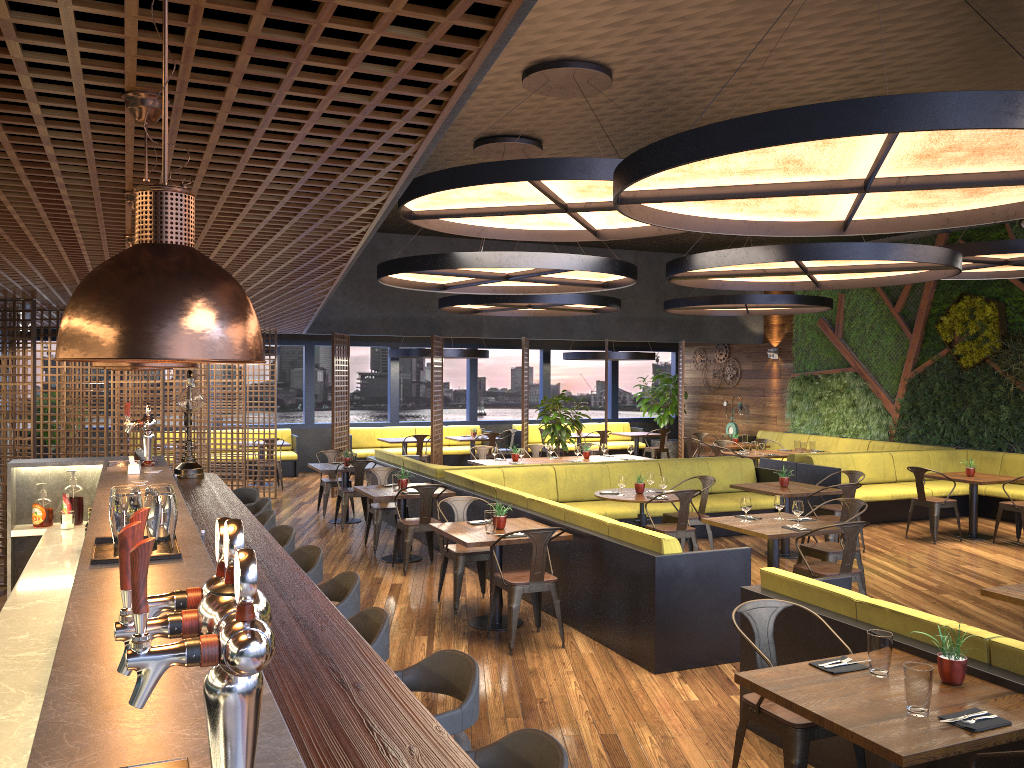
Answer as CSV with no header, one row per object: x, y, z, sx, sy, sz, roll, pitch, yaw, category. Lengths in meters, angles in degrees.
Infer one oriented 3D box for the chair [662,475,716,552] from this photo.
1.925,1.468,9.650,0.541,0.917,0.504,0,1,-23,chair

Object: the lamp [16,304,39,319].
-4.946,-0.728,9.036,0.228,0.172,0.228,0,1,-24,lamp

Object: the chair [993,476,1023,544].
6.141,1.480,10.592,0.504,0.917,0.541,0,1,-23,chair

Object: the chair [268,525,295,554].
-1.576,1.428,5.516,0.438,1.048,0.483,0,1,-9,chair

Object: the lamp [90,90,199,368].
-0.915,-0.378,2.215,0.250,0.673,0.250,0,1,9,lamp

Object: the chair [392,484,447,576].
-0.946,1.459,9.124,0.504,0.917,0.541,0,1,-23,chair

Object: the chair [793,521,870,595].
2.505,1.498,6.977,0.504,0.917,0.541,0,1,-23,chair

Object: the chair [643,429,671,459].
3.051,1.383,18.602,0.504,0.917,0.541,0,1,-23,chair

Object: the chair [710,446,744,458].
3.430,1.431,14.077,0.541,0.917,0.504,0,1,-23,chair

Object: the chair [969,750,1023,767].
1.814,1.535,2.969,0.504,0.917,0.541,0,1,-23,chair

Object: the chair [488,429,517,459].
-0.181,1.374,17.945,0.541,0.917,0.504,0,1,-23,chair

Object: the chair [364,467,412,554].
-1.443,1.445,10.267,0.504,0.917,0.541,0,1,-23,chair

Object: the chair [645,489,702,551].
1.595,1.475,8.831,0.504,0.917,0.541,0,1,-23,chair

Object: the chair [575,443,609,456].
1.285,1.419,14.233,0.504,0.917,0.541,0,1,-23,chair

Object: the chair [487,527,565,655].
0.116,1.490,6.644,0.504,0.917,0.541,0,1,-23,chair

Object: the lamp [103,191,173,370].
-1.433,-0.392,3.405,0.250,0.673,0.250,0,1,9,lamp

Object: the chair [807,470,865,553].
3.782,1.471,10.272,0.541,0.917,0.504,0,1,-23,chair

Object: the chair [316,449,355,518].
-2.535,1.415,12.723,0.504,0.917,0.541,0,1,-23,chair

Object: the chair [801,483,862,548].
3.401,1.478,9.400,0.504,0.917,0.541,0,1,-23,chair

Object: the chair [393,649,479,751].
-0.330,1.460,2.956,0.438,1.048,0.483,0,1,-4,chair

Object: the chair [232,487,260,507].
-2.322,1.405,7.358,0.438,1.048,0.483,0,1,-32,chair

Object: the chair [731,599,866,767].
1.310,1.521,4.128,0.504,0.917,0.541,0,1,-23,chair

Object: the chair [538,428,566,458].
0.819,1.374,18.446,0.541,0.917,0.504,0,1,-23,chair

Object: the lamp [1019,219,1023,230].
5.588,-1.944,6.970,2.778,1.159,2.778,1,1,44,lamp

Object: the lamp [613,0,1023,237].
1.960,-1.764,4.892,2.778,1.475,2.778,1,1,31,lamp

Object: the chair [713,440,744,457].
3.689,1.423,15.016,0.504,0.917,0.541,0,1,-23,chair

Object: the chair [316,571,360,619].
-0.945,1.444,4.218,0.438,1.048,0.483,0,1,5,chair

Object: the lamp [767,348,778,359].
5.414,-0.633,18.505,0.189,0.215,0.215,0,1,-24,lamp

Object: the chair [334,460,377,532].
-2.046,1.429,11.598,0.504,0.917,0.541,0,1,-23,chair

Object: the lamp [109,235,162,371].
-1.893,-0.405,4.463,0.250,0.673,0.250,0,1,9,lamp

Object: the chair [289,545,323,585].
-1.275,1.436,4.876,0.483,1.048,0.438,1,1,27,chair

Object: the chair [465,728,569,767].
-0.077,1.468,2.273,0.438,1.048,0.483,0,1,5,chair

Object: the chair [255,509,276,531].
-1.891,1.419,6.226,0.483,1.048,0.438,1,1,38,chair

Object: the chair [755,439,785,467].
4.485,1.423,15.363,0.504,0.917,0.541,0,1,-23,chair

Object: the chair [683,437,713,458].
3.369,1.411,15.995,0.541,0.917,0.504,0,1,-23,chair

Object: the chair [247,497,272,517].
-2.078,1.412,6.822,0.438,1.048,0.483,0,1,5,chair

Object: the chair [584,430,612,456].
1.740,1.383,18.032,0.504,0.917,0.541,0,1,-23,chair

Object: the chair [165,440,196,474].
-5.547,1.378,14.861,0.504,0.917,0.541,0,1,-23,chair

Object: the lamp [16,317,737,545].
-1.570,0.534,11.701,9.057,2.714,3.017,0,1,-23,lamp

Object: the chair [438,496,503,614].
-0.380,1.476,7.786,0.504,0.917,0.541,0,1,-23,chair

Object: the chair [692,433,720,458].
3.738,1.403,16.970,0.504,0.917,0.541,0,1,-23,chair

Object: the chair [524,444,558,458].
0.459,1.418,13.874,0.504,0.917,0.541,0,1,-23,chair

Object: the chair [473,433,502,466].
-0.464,1.381,17.073,0.504,0.917,0.541,0,1,-23,chair

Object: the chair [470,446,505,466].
-0.372,1.418,13.512,0.504,0.917,0.541,0,1,-23,chair

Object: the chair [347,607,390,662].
-0.723,1.452,3.570,0.483,1.048,0.438,1,1,38,chair

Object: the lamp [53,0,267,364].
-0.439,-0.364,1.121,0.250,0.673,0.250,0,1,-36,lamp

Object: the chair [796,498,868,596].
2.857,1.491,7.893,0.541,0.917,0.504,0,1,-23,chair

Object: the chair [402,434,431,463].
-1.775,1.381,16.502,0.504,0.917,0.541,0,1,-23,chair

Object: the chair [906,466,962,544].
5.190,1.471,10.968,0.541,0.917,0.504,0,1,-23,chair

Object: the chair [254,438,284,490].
-4.235,1.379,15.432,0.504,0.917,0.541,0,1,-23,chair
